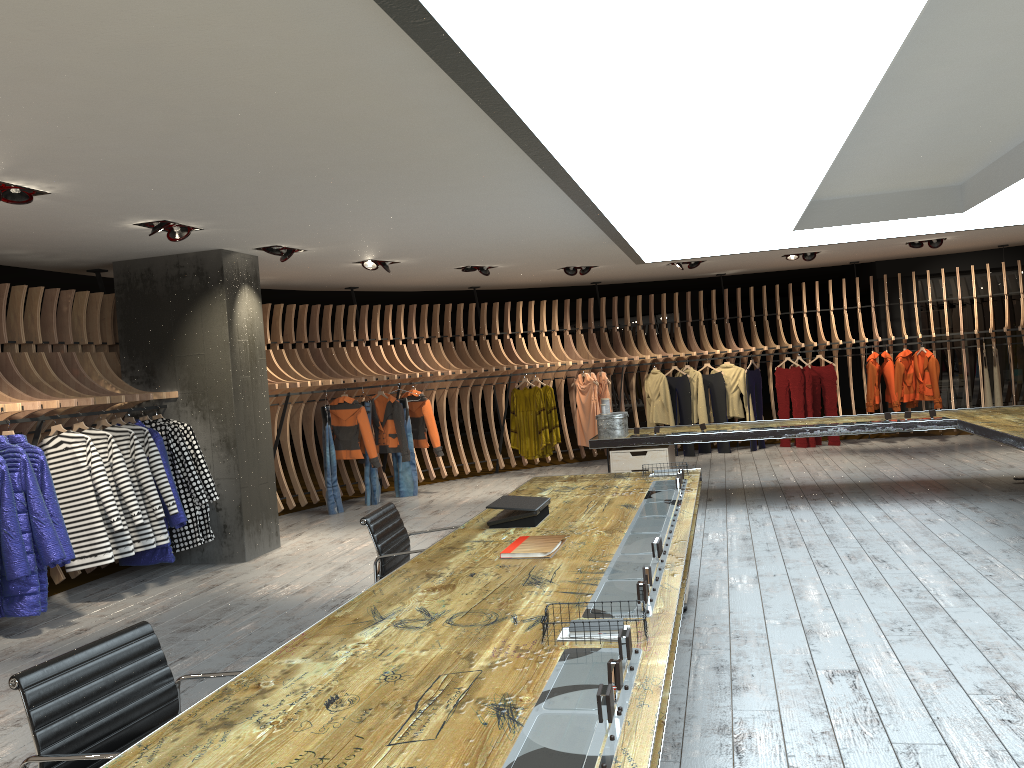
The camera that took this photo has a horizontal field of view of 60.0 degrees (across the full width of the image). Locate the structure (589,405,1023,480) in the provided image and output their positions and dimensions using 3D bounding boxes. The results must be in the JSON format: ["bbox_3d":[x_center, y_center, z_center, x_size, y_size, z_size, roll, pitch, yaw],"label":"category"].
[{"bbox_3d":[1.275,1.008,0.423,4.834,0.844,18.483,-4,1,13],"label":"structure"}]

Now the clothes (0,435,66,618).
[{"bbox_3d":[-3.459,0.969,5.972,0.883,1.246,0.249,-4,0,10],"label":"clothes"}]

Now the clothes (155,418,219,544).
[{"bbox_3d":[-2.938,0.881,7.808,0.799,1.185,0.192,-4,0,14],"label":"clothes"}]

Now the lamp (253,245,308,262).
[{"bbox_3d":[-2.130,-1.271,8.138,0.269,0.292,0.493,-4,1,20],"label":"lamp"}]

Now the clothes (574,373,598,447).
[{"bbox_3d":[1.097,0.414,13.029,0.125,1.156,0.447,-5,0,-42],"label":"clothes"}]

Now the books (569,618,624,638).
[{"bbox_3d":[0.244,0.701,2.556,0.155,0.025,0.110,-4,1,8],"label":"books"}]

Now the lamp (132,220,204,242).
[{"bbox_3d":[-2.554,-1.209,6.603,0.269,0.292,0.493,-4,1,13],"label":"lamp"}]

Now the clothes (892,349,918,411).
[{"bbox_3d":[5.776,-0.064,13.009,0.200,0.881,0.840,-4,0,44],"label":"clothes"}]

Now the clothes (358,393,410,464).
[{"bbox_3d":[-1.600,0.547,11.078,0.839,0.881,0.201,-4,0,33],"label":"clothes"}]

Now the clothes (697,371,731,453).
[{"bbox_3d":[3.024,0.486,13.435,0.539,1.353,0.087,-4,0,38],"label":"clothes"}]

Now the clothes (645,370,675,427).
[{"bbox_3d":[2.178,0.227,13.333,0.250,0.889,0.704,-5,0,-26],"label":"clothes"}]

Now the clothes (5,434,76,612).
[{"bbox_3d":[-3.495,0.970,6.164,0.885,1.239,0.245,-4,0,10],"label":"clothes"}]

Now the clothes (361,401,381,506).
[{"bbox_3d":[-1.764,0.915,10.866,0.200,1.422,0.309,-4,0,5],"label":"clothes"}]

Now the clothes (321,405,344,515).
[{"bbox_3d":[-2.107,0.951,10.382,0.200,1.422,0.309,-4,0,-10],"label":"clothes"}]

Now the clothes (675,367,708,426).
[{"bbox_3d":[2.697,0.184,13.424,0.250,0.889,0.704,-5,0,-36],"label":"clothes"}]

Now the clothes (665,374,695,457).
[{"bbox_3d":[2.512,0.527,13.382,0.087,1.353,0.539,-5,0,-42],"label":"clothes"}]

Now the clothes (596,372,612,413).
[{"bbox_3d":[1.363,0.391,13.120,0.125,1.156,0.447,-4,0,-22],"label":"clothes"}]

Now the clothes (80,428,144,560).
[{"bbox_3d":[-3.178,0.863,6.844,0.752,1.062,0.128,-4,0,12],"label":"clothes"}]

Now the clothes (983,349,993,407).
[{"bbox_3d":[6.737,-0.004,12.564,0.096,0.988,0.465,-4,0,25],"label":"clothes"}]

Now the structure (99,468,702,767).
[{"bbox_3d":[-0.458,1.131,1.056,1.162,0.844,10.456,-4,1,13],"label":"structure"}]

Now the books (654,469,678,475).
[{"bbox_3d":[1.015,0.579,5.846,0.155,0.025,0.110,-4,1,8],"label":"books"}]

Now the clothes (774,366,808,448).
[{"bbox_3d":[4.226,0.398,13.411,0.093,1.337,0.551,-5,0,-31],"label":"clothes"}]

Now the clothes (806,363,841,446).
[{"bbox_3d":[4.674,0.364,13.336,0.093,1.337,0.551,-5,0,-36],"label":"clothes"}]

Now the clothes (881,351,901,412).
[{"bbox_3d":[5.593,-0.052,13.124,0.200,0.881,0.840,-4,1,19],"label":"clothes"}]

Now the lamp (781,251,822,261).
[{"bbox_3d":[3.965,-1.819,12.176,0.492,0.296,0.269,-4,1,7],"label":"lamp"}]

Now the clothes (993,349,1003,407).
[{"bbox_3d":[6.845,-0.011,12.510,0.096,0.988,0.465,-4,0,30],"label":"clothes"}]

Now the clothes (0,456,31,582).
[{"bbox_3d":[-3.645,0.993,5.872,0.879,1.260,0.242,-4,0,10],"label":"clothes"}]

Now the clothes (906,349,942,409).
[{"bbox_3d":[5.998,-0.079,12.903,0.201,0.881,0.839,-4,1,-6],"label":"clothes"}]

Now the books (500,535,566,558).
[{"bbox_3d":[0.096,0.695,3.802,0.213,0.026,0.366,-4,1,14],"label":"books"}]

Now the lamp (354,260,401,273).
[{"bbox_3d":[-1.462,-1.348,9.576,0.269,0.296,0.493,-4,1,33],"label":"lamp"}]

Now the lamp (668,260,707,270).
[{"bbox_3d":[2.384,-1.701,12.142,0.493,0.284,0.269,-5,1,-6],"label":"lamp"}]

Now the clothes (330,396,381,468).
[{"bbox_3d":[-1.985,0.582,10.665,0.839,0.881,0.201,-4,0,28],"label":"clothes"}]

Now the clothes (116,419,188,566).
[{"bbox_3d":[-3.149,0.918,7.503,0.885,1.239,0.245,-4,0,10],"label":"clothes"}]

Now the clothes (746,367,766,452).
[{"bbox_3d":[3.700,0.430,13.457,0.087,1.353,0.539,-4,0,38],"label":"clothes"}]

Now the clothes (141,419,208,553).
[{"bbox_3d":[-2.973,0.887,7.623,0.807,1.187,0.192,-4,0,14],"label":"clothes"}]

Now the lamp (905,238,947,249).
[{"bbox_3d":[5.486,-1.929,11.761,0.492,0.298,0.269,-4,1,22],"label":"lamp"}]

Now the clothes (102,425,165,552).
[{"bbox_3d":[-3.118,0.853,7.099,0.752,1.062,0.128,-4,0,12],"label":"clothes"}]

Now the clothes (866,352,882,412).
[{"bbox_3d":[5.360,-0.034,13.144,0.200,0.881,0.840,-4,1,29],"label":"clothes"}]

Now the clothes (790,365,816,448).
[{"bbox_3d":[4.391,0.385,13.388,0.093,1.337,0.551,-4,0,-16],"label":"clothes"}]

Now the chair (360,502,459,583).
[{"bbox_3d":[-0.389,1.053,4.520,0.667,0.859,0.693,-4,0,-1],"label":"chair"}]

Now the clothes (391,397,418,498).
[{"bbox_3d":[-1.393,0.877,11.330,0.309,1.422,0.200,-4,0,-15],"label":"clothes"}]

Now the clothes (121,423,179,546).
[{"bbox_3d":[-3.077,0.847,7.273,0.752,1.062,0.128,-4,0,12],"label":"clothes"}]

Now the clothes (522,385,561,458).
[{"bbox_3d":[0.396,0.538,12.698,0.664,1.045,0.168,-4,0,44],"label":"clothes"}]

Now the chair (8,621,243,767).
[{"bbox_3d":[-0.888,1.132,2.367,0.667,0.859,0.693,-4,0,9],"label":"chair"}]

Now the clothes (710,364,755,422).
[{"bbox_3d":[3.294,0.135,13.449,0.704,0.889,0.250,-4,0,34],"label":"clothes"}]

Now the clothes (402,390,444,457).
[{"bbox_3d":[-1.249,0.508,11.534,0.839,0.881,0.201,-4,0,43],"label":"clothes"}]

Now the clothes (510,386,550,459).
[{"bbox_3d":[0.239,0.552,12.604,0.664,1.045,0.168,-4,0,44],"label":"clothes"}]

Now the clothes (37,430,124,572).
[{"bbox_3d":[-3.232,0.871,6.614,0.752,1.062,0.128,-4,0,12],"label":"clothes"}]

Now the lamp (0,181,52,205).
[{"bbox_3d":[-2.921,-1.154,5.052,0.269,0.286,0.493,-4,1,13],"label":"lamp"}]

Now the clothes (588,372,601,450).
[{"bbox_3d":[1.206,0.404,13.071,0.125,1.156,0.447,-4,0,-17],"label":"clothes"}]
